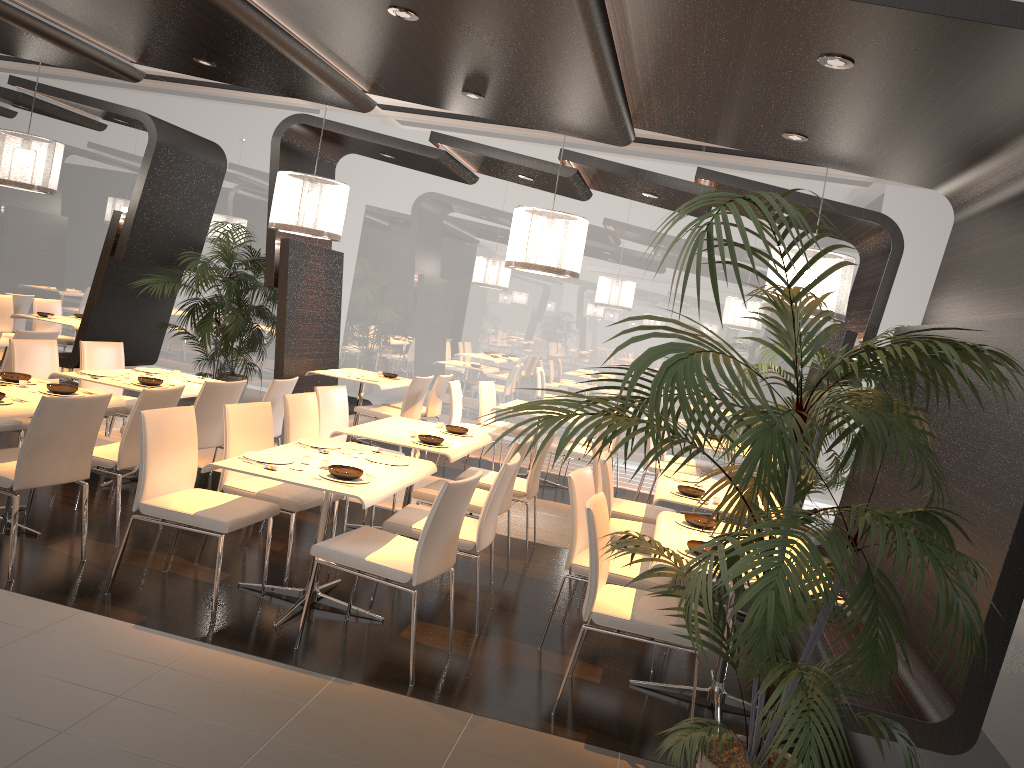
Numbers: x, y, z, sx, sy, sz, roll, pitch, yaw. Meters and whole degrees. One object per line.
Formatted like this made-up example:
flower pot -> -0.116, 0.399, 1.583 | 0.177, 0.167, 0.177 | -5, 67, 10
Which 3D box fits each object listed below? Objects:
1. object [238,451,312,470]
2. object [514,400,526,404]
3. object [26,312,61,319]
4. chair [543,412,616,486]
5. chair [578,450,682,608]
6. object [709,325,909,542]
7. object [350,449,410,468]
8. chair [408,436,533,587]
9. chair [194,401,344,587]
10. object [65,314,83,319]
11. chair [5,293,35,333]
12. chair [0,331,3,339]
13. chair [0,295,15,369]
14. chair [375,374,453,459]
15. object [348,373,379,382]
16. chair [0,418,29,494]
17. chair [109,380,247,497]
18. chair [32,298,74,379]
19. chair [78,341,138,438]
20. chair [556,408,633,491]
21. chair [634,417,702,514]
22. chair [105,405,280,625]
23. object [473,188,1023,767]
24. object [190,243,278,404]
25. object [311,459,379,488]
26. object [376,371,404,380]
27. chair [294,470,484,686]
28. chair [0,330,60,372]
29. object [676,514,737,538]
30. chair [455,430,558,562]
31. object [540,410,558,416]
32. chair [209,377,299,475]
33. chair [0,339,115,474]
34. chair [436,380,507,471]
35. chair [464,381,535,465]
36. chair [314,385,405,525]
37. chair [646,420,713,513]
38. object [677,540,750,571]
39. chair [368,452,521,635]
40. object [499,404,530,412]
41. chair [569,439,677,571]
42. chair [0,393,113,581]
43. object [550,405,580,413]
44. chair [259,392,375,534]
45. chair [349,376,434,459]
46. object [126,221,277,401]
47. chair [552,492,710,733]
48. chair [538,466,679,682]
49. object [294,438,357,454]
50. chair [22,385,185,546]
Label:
object -> -1.135, 0.357, 4.231 | 0.335, 0.038, 0.377 | 10, 4, 5
object -> 0.184, 0.196, 9.107 | 0.335, 0.038, 0.377 | 10, 4, 5
object -> -5.029, -0.739, 9.539 | 0.304, 0.044, 0.365 | 11, 4, 10
chair -> 0.616, 0.636, 8.405 | 0.607, 0.869, 0.483 | 10, 1, 13
chair -> 0.756, 0.908, 5.321 | 0.606, 0.874, 0.483 | 10, 1, 8
object -> 2.420, 0.461, 6.942 | 1.512, 2.059, 1.555 | 10, 2, 24
object -> -0.713, 0.385, 4.791 | 0.335, 0.038, 0.378 | 10, 4, 0
chair -> -0.256, 0.717, 5.499 | 0.607, 0.869, 0.483 | 10, 1, 13
chair -> -1.308, 0.587, 4.887 | 0.608, 0.874, 0.482 | 10, 1, 18
object -> -4.919, -0.767, 10.136 | 0.304, 0.044, 0.365 | 10, 4, 5
chair -> -6.069, -0.669, 10.382 | 0.607, 0.874, 0.483 | 10, 1, 13
chair -> -4.077, -0.002, 6.278 | 0.608, 0.869, 0.482 | 10, 1, 18
chair -> -5.464, -0.507, 9.624 | 0.607, 0.869, 0.483 | 10, 1, 13
chair -> -1.020, 0.281, 9.359 | 0.607, 0.874, 0.483 | 10, 1, 13
object -> -1.491, -0.075, 8.892 | 0.335, 0.038, 0.378 | 10, 4, 0
chair -> -3.304, 0.211, 5.267 | 0.608, 0.869, 0.482 | 10, 1, 18
chair -> -2.194, 0.356, 5.881 | 0.608, 0.874, 0.482 | 10, 1, 18
chair -> -5.223, -0.513, 10.223 | 0.607, 0.869, 0.483 | 10, 1, 13
chair -> -2.986, 0.149, 6.735 | 0.608, 0.869, 0.482 | 10, 1, 18
chair -> 0.857, 0.632, 9.004 | 0.607, 0.874, 0.483 | 10, 1, 13
chair -> 1.461, 0.796, 8.247 | 0.607, 0.874, 0.483 | 10, 1, 13
chair -> -1.515, 0.598, 4.298 | 0.607, 0.874, 0.483 | 10, 1, 13
object -> 0.804, 0.515, 2.774 | 1.496, 2.059, 1.572 | 9, 2, -34
object -> -3.090, -0.767, 10.470 | 1.497, 2.059, 1.572 | 9, 2, -28
object -> -0.807, 0.414, 4.181 | 0.304, 0.044, 0.365 | 11, 4, 10
object -> -1.323, -0.093, 9.443 | 0.304, 0.044, 0.365 | 11, 4, 10
chair -> -0.532, 0.789, 4.029 | 0.608, 0.874, 0.482 | 10, 1, 18
chair -> -3.987, -0.036, 6.899 | 0.607, 0.869, 0.483 | 10, 1, 13
object -> 0.969, 0.702, 4.406 | 0.304, 0.044, 0.365 | 11, 4, 10
chair -> -0.056, 0.699, 6.165 | 0.606, 0.869, 0.483 | 10, 1, 8
object -> 0.406, 0.281, 8.516 | 0.335, 0.038, 0.378 | 10, 4, 0
chair -> -1.994, 0.335, 6.546 | 0.606, 0.869, 0.483 | 10, 1, 8
chair -> -3.177, 0.163, 6.149 | 0.607, 0.869, 0.483 | 10, 1, 13
chair -> -0.378, 0.453, 8.587 | 0.606, 0.874, 0.483 | 10, 1, 8
chair -> -0.092, 0.449, 9.227 | 0.608, 0.869, 0.482 | 10, 1, 18
chair -> -1.150, 0.493, 6.390 | 0.608, 0.869, 0.482 | 10, 1, 18
chair -> 1.703, 0.788, 8.845 | 0.607, 0.869, 0.483 | 10, 1, 13
object -> 0.865, 0.731, 3.809 | 0.304, 0.044, 0.365 | 11, 4, 10
chair -> -0.332, 0.770, 4.695 | 0.606, 0.874, 0.483 | 10, 1, 8
object -> 0.040, 0.218, 8.515 | 0.335, 0.038, 0.377 | 10, 4, 5
chair -> 0.780, 0.859, 5.990 | 0.608, 0.874, 0.482 | 10, 1, 18
chair -> -2.441, 0.428, 4.409 | 0.608, 0.869, 0.482 | 10, 1, 18
object -> 0.537, 0.256, 9.117 | 0.335, 0.038, 0.378 | 10, 4, 0
chair -> -1.199, 0.541, 5.702 | 0.607, 0.874, 0.483 | 10, 1, 13
chair -> -1.183, 0.300, 8.744 | 0.608, 0.869, 0.482 | 10, 1, 18
object -> -3.082, -0.678, 9.364 | 1.562, 2.059, 1.505 | 10, 2, 4
chair -> 0.555, 0.988, 3.850 | 0.607, 0.869, 0.483 | 10, 1, 13
chair -> 0.531, 0.931, 4.520 | 0.608, 0.869, 0.482 | 10, 1, 18
object -> -1.019, 0.329, 4.833 | 0.335, 0.038, 0.377 | 10, 4, 5
chair -> -2.316, 0.398, 5.089 | 0.606, 0.874, 0.483 | 10, 1, 8
